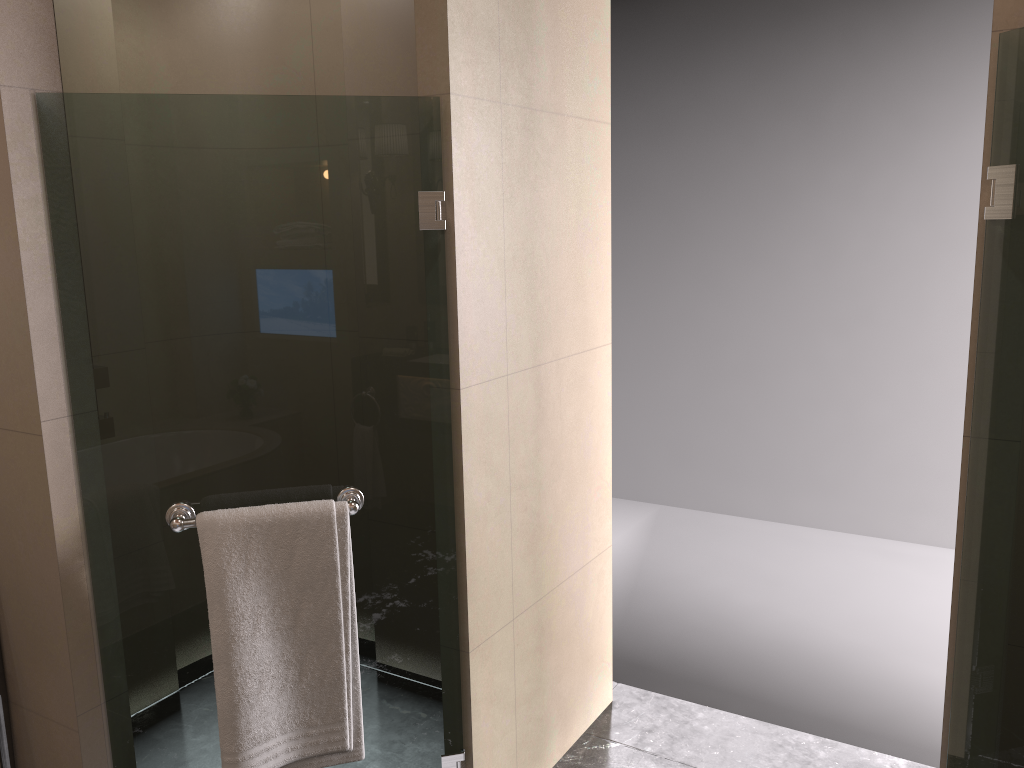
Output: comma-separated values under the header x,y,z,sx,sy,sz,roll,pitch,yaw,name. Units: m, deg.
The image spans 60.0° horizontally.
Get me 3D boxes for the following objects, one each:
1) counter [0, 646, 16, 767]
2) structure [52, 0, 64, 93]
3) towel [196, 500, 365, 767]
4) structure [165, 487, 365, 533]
x,y,z,sx,sy,sz,roll,pitch,yaw,name
-1.654,0.877,1.555,0.543,0.858,1.330,5,12,31,counter
-1.117,-0.487,2.334,0.506,1.409,0.311,3,11,20,structure
-0.502,0.560,1.944,0.313,0.629,0.154,-6,11,-25,towel
-0.520,0.274,1.884,0.415,0.061,0.074,-4,11,-14,structure
